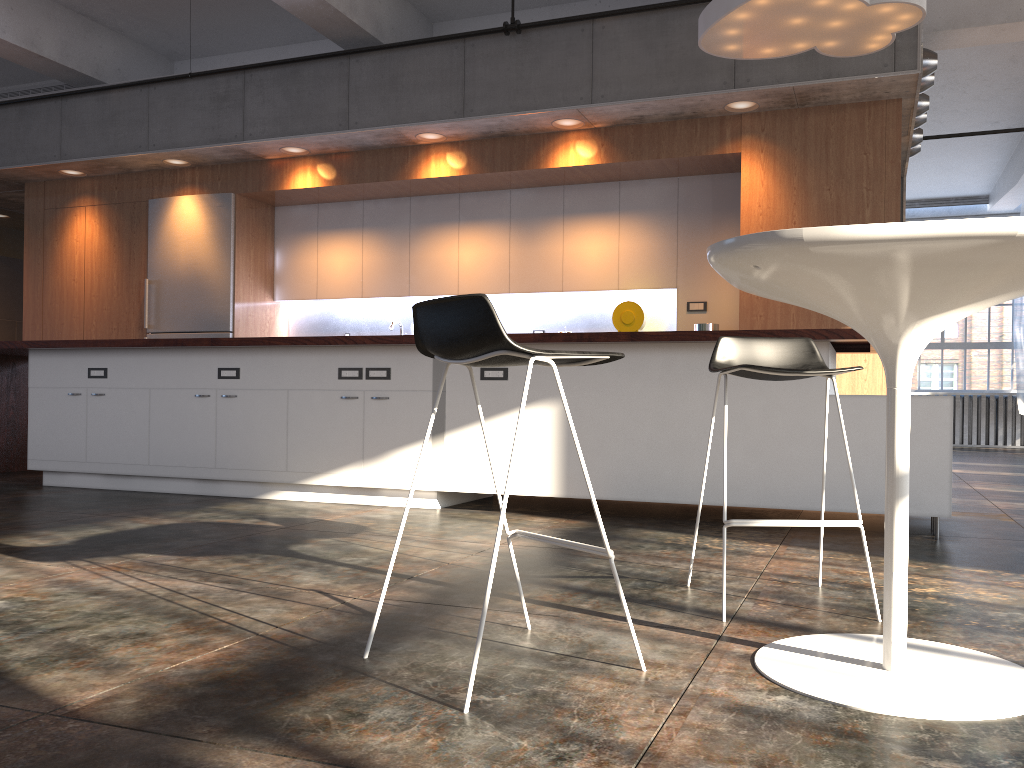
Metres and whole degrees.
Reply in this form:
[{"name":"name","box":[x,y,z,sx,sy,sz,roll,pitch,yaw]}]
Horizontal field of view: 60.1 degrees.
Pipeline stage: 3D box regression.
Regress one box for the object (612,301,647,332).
[{"name":"object","box":[0.939,-0.467,7.056,0.270,0.381,0.101,1,0,20]}]

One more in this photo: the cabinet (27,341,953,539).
[{"name":"cabinet","box":[-0.455,0.262,5.375,5.569,0.930,0.935,0,-1,20]}]

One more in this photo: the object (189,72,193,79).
[{"name":"object","box":[-0.195,-0.366,7.565,0.061,0.053,0.053,0,-1,28]}]

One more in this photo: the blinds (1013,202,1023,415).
[{"name":"blinds","box":[8.089,-1.197,13.548,0.682,3.559,0.889,1,0,20]}]

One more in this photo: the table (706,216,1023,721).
[{"name":"table","box":[0.879,0.187,2.019,0.817,0.951,0.840,1,-1,21]}]

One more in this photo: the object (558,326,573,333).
[{"name":"object","box":[0.453,-0.385,7.518,0.142,0.209,0.061,1,0,20]}]

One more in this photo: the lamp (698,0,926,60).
[{"name":"lamp","box":[1.624,-1.993,4.850,1.096,0.130,0.992,1,-1,-23]}]

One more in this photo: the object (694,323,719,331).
[{"name":"object","box":[1.475,-0.367,6.716,0.193,0.170,0.188,1,-1,-20]}]

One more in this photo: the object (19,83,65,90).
[{"name":"object","box":[-2.920,-1.740,8.641,5.868,2.867,0.059,0,0,21]}]

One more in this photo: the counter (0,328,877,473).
[{"name":"counter","box":[-1.017,0.229,5.593,6.563,0.971,1.158,0,-1,20]}]

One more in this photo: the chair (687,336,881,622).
[{"name":"chair","box":[0.816,0.290,2.716,0.464,0.895,0.504,1,0,-2]}]

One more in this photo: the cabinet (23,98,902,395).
[{"name":"cabinet","box":[-0.661,-0.671,8.530,7.994,2.562,2.412,0,-1,20]}]

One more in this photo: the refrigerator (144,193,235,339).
[{"name":"refrigerator","box":[-2.930,-0.613,8.131,0.944,2.191,0.222,1,0,17]}]
